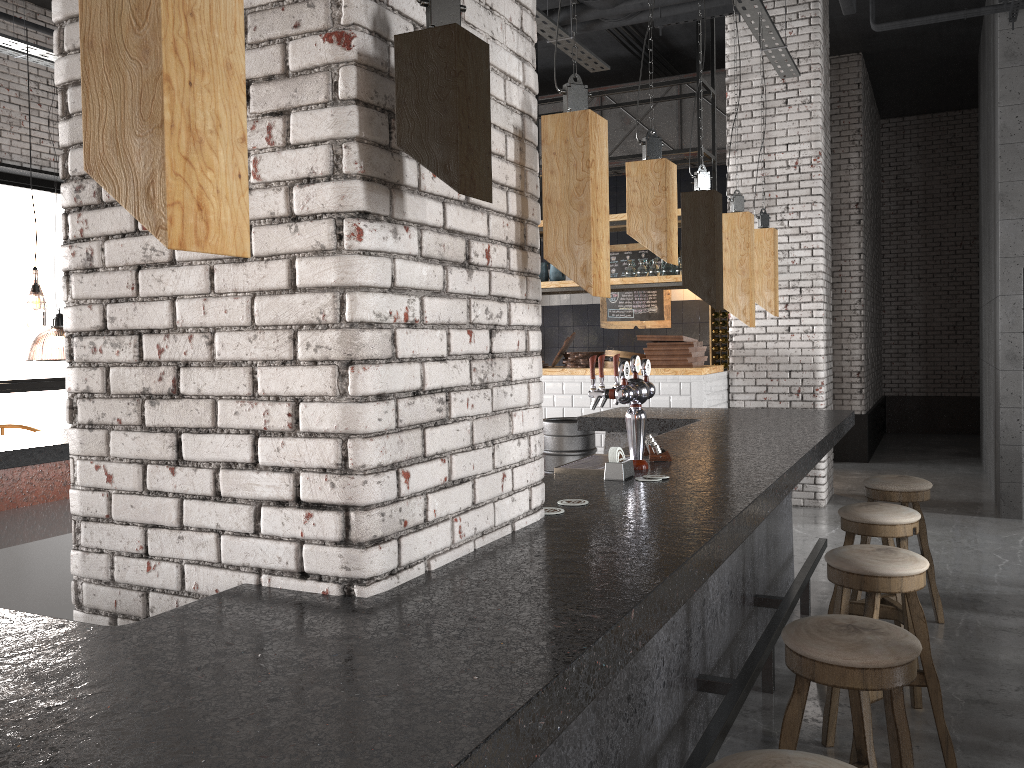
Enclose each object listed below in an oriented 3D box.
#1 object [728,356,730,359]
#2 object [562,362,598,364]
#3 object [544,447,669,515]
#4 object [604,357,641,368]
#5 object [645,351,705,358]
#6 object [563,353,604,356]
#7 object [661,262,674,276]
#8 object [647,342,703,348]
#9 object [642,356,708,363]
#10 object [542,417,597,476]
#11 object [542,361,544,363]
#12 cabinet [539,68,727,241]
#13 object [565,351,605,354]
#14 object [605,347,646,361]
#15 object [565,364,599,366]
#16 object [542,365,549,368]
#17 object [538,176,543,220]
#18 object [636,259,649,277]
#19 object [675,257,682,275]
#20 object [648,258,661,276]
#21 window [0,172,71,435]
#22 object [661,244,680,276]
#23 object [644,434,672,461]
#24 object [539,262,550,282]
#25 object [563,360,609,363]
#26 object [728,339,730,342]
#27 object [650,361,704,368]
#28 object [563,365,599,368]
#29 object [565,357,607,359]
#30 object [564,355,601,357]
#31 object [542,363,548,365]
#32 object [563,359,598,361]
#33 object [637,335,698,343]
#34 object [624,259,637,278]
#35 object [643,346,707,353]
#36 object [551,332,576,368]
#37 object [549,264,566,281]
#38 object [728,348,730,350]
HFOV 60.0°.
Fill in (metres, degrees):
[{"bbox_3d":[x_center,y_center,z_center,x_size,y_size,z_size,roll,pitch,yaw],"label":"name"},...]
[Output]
[{"bbox_3d":[2.732,-0.339,11.044,0.079,0.079,0.281,0,3,26],"label":"object"},{"bbox_3d":[0.694,-0.202,8.433,0.407,0.019,0.458,-3,3,-36],"label":"object"},{"bbox_3d":[0.293,0.285,2.742,0.200,0.106,0.767,0,3,26],"label":"object"},{"bbox_3d":[1.073,-0.206,8.204,0.437,0.097,0.437,-3,3,-39],"label":"object"},{"bbox_3d":[1.477,-0.266,7.994,0.405,0.044,0.636,0,3,22],"label":"object"},{"bbox_3d":[0.695,-0.282,8.429,0.407,0.019,0.458,-3,3,-31],"label":"object"},{"bbox_3d":[1.456,-1.095,8.294,0.118,0.181,0.118,-1,2,2],"label":"object"},{"bbox_3d":[1.476,-0.354,7.992,0.405,0.044,0.636,0,3,19],"label":"object"},{"bbox_3d":[1.478,-0.222,7.996,0.405,0.044,0.636,0,3,28],"label":"object"},{"bbox_3d":[0.381,0.754,5.977,0.398,1.034,0.399,-2,2,-29],"label":"object"},{"bbox_3d":[0.162,-0.212,8.651,0.230,0.016,0.557,1,3,32],"label":"object"},{"bbox_3d":[0.337,-2.729,11.476,5.863,1.767,0.682,0,2,26],"label":"cabinet"},{"bbox_3d":[0.678,-0.298,8.436,0.458,0.019,0.407,-2,3,-18],"label":"object"},{"bbox_3d":[1.076,-0.273,8.204,0.440,0.154,0.437,-2,3,-17],"label":"object"},{"bbox_3d":[0.710,-0.186,8.417,0.407,0.019,0.458,-1,3,-2],"label":"object"},{"bbox_3d":[0.184,-0.168,8.595,0.458,0.019,0.407,-2,3,-23],"label":"object"},{"bbox_3d":[0.305,-1.837,8.844,0.098,0.458,0.098,-2,2,-42],"label":"object"},{"bbox_3d":[1.235,-1.095,8.396,0.118,0.181,0.118,-2,2,-15],"label":"object"},{"bbox_3d":[1.573,-1.095,8.257,0.118,0.181,0.118,-1,2,9],"label":"object"},{"bbox_3d":[1.341,-1.094,8.334,0.118,0.181,0.118,-2,2,-31],"label":"object"},{"bbox_3d":[-4.826,-0.743,8.909,0.365,2.695,1.536,0,2,26],"label":"window"},{"bbox_3d":[1.511,-1.285,8.453,0.157,0.554,0.106,0,2,30],"label":"object"},{"bbox_3d":[0.575,0.251,3.524,0.091,0.091,0.178,-1,2,1],"label":"object"},{"bbox_3d":[0.306,-1.129,9.002,0.198,0.230,0.166,0,2,32],"label":"object"},{"bbox_3d":[0.687,-0.218,8.436,0.458,0.019,0.407,-1,3,-6],"label":"object"},{"bbox_3d":[2.739,-0.551,11.061,0.079,0.079,0.281,0,3,26],"label":"object"},{"bbox_3d":[1.479,-0.177,7.997,0.405,0.044,0.636,0,3,21],"label":"object"},{"bbox_3d":[0.699,-0.170,8.432,0.407,0.019,0.458,-3,3,-29],"label":"object"},{"bbox_3d":[0.676,-0.250,8.437,0.458,0.019,0.407,-2,3,-22],"label":"object"},{"bbox_3d":[0.701,-0.266,8.426,0.407,0.019,0.458,-2,3,-22],"label":"object"},{"bbox_3d":[0.162,-0.187,8.656,0.276,0.019,0.514,0,3,31],"label":"object"},{"bbox_3d":[0.657,-0.234,8.434,0.407,0.019,0.458,1,3,39],"label":"object"},{"bbox_3d":[1.401,-0.396,7.957,0.406,0.094,0.637,0,3,23],"label":"object"},{"bbox_3d":[1.133,-1.097,8.465,0.118,0.181,0.118,-1,2,-10],"label":"object"},{"bbox_3d":[1.476,-0.310,7.993,0.405,0.044,0.636,0,3,26],"label":"object"},{"bbox_3d":[0.484,-0.322,8.410,0.242,0.338,0.488,-1,2,12],"label":"object"},{"bbox_3d":[0.461,-1.128,8.913,0.166,0.230,0.199,-1,2,-4],"label":"object"},{"bbox_3d":[2.734,-0.445,11.050,0.079,0.079,0.281,0,3,26],"label":"object"}]
